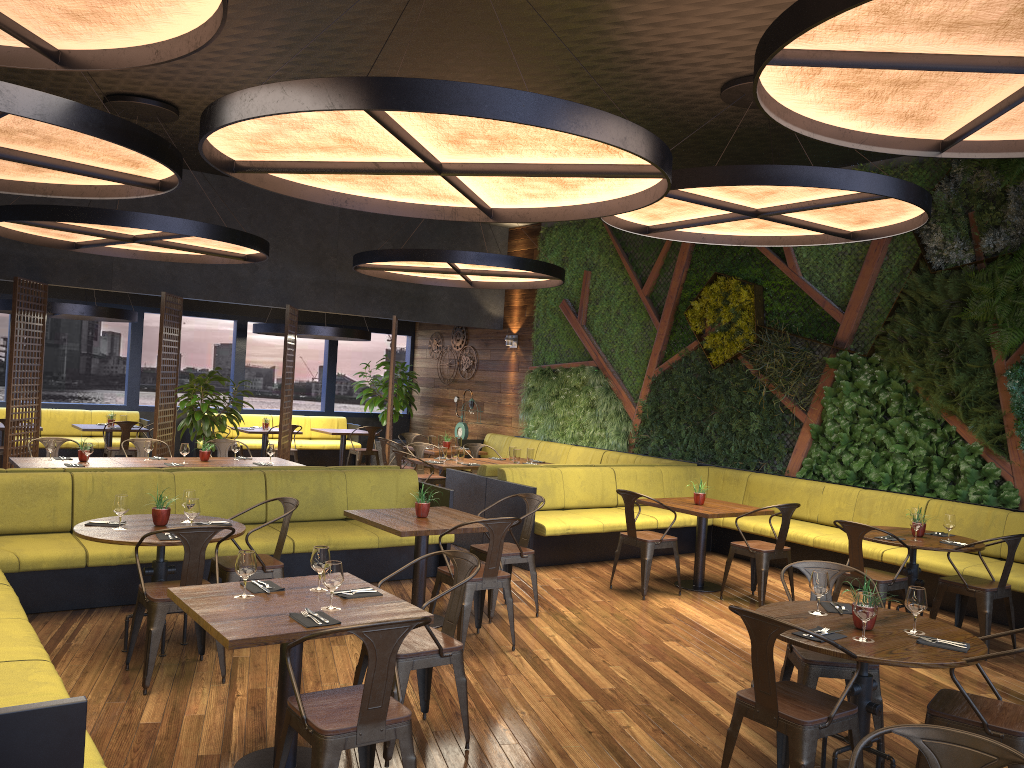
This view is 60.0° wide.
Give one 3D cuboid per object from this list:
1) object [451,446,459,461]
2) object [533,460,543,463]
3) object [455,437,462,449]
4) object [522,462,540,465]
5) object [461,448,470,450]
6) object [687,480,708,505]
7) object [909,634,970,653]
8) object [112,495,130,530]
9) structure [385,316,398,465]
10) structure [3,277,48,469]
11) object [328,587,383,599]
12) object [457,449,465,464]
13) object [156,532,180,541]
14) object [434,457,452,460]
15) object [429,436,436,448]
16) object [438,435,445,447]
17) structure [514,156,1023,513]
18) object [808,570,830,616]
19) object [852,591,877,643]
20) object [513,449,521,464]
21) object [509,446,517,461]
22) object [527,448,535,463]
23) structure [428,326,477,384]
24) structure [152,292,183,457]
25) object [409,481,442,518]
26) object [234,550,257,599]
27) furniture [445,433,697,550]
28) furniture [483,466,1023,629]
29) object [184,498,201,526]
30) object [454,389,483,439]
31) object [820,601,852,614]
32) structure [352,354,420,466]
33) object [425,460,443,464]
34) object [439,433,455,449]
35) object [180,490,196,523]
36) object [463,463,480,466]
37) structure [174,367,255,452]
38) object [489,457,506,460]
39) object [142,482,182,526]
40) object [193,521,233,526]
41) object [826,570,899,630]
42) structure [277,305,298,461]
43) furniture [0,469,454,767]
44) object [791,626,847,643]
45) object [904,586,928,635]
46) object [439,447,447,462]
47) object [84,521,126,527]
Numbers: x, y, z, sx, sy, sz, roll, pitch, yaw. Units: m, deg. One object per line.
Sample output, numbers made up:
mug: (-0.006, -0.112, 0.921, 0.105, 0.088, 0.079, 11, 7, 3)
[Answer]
object: (-0.718, 0.875, 11.170, 0.102, 0.178, 0.102, 4, 0, 40)
object: (0.334, 1.017, 11.675, 0.157, 0.019, 0.255, 3, 0, -36)
object: (-0.781, 0.865, 12.907, 0.102, 0.178, 0.102, 3, 0, 0)
object: (0.236, 1.012, 11.287, 0.157, 0.019, 0.255, 3, 0, -36)
object: (-0.686, 0.950, 13.041, 0.157, 0.019, 0.255, 3, 0, -36)
object: (1.743, 0.988, 8.273, 0.260, 0.271, 0.238, 3, 0, 3)
object: (1.890, 1.142, 3.937, 0.255, 0.019, 0.157, 4, 0, 33)
object: (-2.394, 0.784, 5.426, 0.097, 0.206, 0.097, 3, 0, 6)
structure: (-1.924, 0.295, 14.023, 0.050, 2.700, 0.852, 3, 0, -5)
structure: (-6.073, 0.055, 11.067, 0.050, 2.700, 0.852, 3, 0, -5)
object: (-0.750, 0.982, 4.179, 0.255, 0.019, 0.157, 3, 0, -35)
object: (-0.628, 0.882, 10.818, 0.102, 0.178, 0.102, 3, 0, 0)
object: (-2.035, 0.901, 5.292, 0.157, 0.019, 0.255, 3, 0, -29)
object: (-0.865, 0.946, 11.220, 0.157, 0.019, 0.255, 3, 0, -36)
object: (-1.162, 0.842, 12.854, 0.102, 0.178, 0.102, 4, 0, 40)
object: (-1.041, 0.849, 13.036, 0.102, 0.178, 0.102, 3, 0, 0)
structure: (2.850, -0.356, 11.253, 0.918, 4.593, 9.182, 3, 0, -36)
object: (1.509, 1.024, 4.359, 0.097, 0.206, 0.097, 3, 0, -29)
object: (1.561, 1.029, 3.924, 0.097, 0.206, 0.097, 4, 0, 26)
object: (0.064, 0.922, 11.310, 0.102, 0.178, 0.102, 3, 0, 0)
object: (0.009, 0.917, 11.688, 0.102, 0.178, 0.102, 4, 0, 40)
object: (0.240, 0.932, 11.541, 0.102, 0.178, 0.102, 4, 0, 40)
structure: (-1.174, -0.575, 17.003, 0.058, 1.178, 1.791, 3, 0, -35)
structure: (-4.690, 0.135, 12.052, 0.050, 2.700, 0.852, 3, 0, -5)
object: (-0.649, 0.850, 6.556, 0.260, 0.271, 0.238, 3, 0, 0)
object: (-1.208, 0.861, 4.019, 0.097, 0.206, 0.097, 3, 0, -44)
furniture: (-0.283, 1.294, 12.080, 3.378, 0.916, 4.755, 3, 0, -35)
furniture: (2.395, 1.471, 8.300, 3.372, 0.914, 4.503, 3, 0, -35)
object: (-1.969, 0.810, 5.455, 0.097, 0.206, 0.097, 3, 0, -11)
object: (-0.816, 0.899, 15.751, 0.459, 1.615, 0.848, 3, 0, -35)
object: (1.648, 1.126, 4.456, 0.157, 0.019, 0.255, 3, 0, 7)
structure: (-2.378, 0.513, 17.233, 1.493, 2.184, 1.272, 3, 0, -35)
object: (-0.952, 0.942, 10.760, 0.157, 0.019, 0.255, 3, 0, -36)
object: (-0.950, 0.809, 12.861, 0.238, 0.271, 0.260, 3, 0, -14)
object: (-2.119, 0.800, 5.809, 0.097, 0.206, 0.097, 3, 0, 3)
object: (-0.499, 0.970, 10.719, 0.255, 0.019, 0.157, 3, 0, -36)
structure: (-4.052, 0.645, 11.730, 0.993, 1.763, 1.166, 4, 0, 25)
object: (-0.182, 0.985, 11.707, 0.157, 0.019, 0.255, 3, 0, -36)
object: (-2.224, 0.759, 5.607, 0.238, 0.271, 0.260, 3, 0, -14)
object: (-1.958, 0.904, 5.761, 0.255, 0.019, 0.157, 3, 0, -33)
object: (1.628, 0.997, 4.117, 0.260, 0.271, 0.238, 3, 0, 3)
structure: (-3.307, 0.215, 13.037, 0.050, 2.700, 0.852, 3, 0, -5)
furniture: (-2.422, 1.187, 6.517, 4.895, 0.914, 7.462, 3, 0, -40)
object: (1.385, 1.112, 3.961, 0.255, 0.019, 0.157, 3, 0, -37)
object: (1.871, 1.047, 4.109, 0.097, 0.206, 0.097, 3, 0, 6)
object: (-0.848, 0.868, 10.893, 0.102, 0.178, 0.102, 4, 0, 40)
object: (-2.521, 0.870, 5.551, 0.255, 0.019, 0.157, 3, 0, -3)
